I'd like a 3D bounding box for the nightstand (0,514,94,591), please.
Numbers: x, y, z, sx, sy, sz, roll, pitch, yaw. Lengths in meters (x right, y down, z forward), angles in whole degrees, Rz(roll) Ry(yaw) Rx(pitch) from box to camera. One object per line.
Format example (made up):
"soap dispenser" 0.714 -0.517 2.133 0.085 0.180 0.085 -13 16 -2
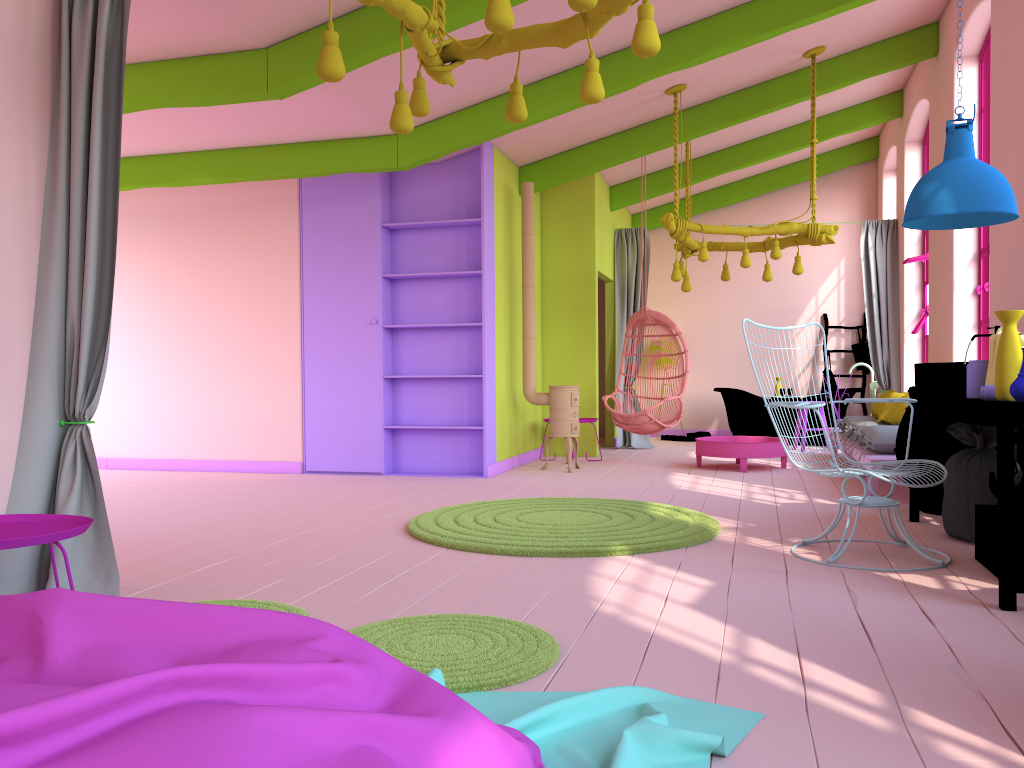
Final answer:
"nightstand" -1.705 0.696 2.927 0.596 0.458 0.596 -1 1 -37

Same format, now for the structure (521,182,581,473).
"structure" 0.424 -0.564 8.719 0.577 2.815 0.403 0 2 33

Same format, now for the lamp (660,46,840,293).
"lamp" 2.090 -2.040 8.690 1.610 2.265 1.775 0 1 -3

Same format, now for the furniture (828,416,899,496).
"furniture" 3.430 0.573 8.129 0.907 0.507 3.775 0 1 15

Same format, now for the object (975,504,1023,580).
"object" 2.466 0.742 4.135 0.446 0.277 0.521 0 1 15

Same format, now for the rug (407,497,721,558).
"rug" 0.313 0.858 5.498 1.889 0.050 1.888 0 1 3

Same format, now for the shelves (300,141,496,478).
"shelves" -1.096 -0.680 8.366 1.841 3.105 0.384 0 1 15

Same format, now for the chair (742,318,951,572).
"chair" 1.777 0.266 4.608 1.078 1.239 0.925 -1 1 -40

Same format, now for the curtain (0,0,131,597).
"curtain" -1.815 -0.476 3.635 0.518 2.786 0.525 -1 1 -4

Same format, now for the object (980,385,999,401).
"object" 2.297 0.043 4.195 0.137 0.076 0.076 0 1 35

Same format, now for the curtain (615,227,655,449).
"curtain" 1.491 -0.600 11.122 0.518 2.786 0.525 -1 1 -4

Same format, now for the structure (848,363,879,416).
"structure" 4.572 0.256 11.361 0.254 1.062 0.451 -1 1 -31

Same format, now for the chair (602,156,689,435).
"chair" 1.385 -1.027 9.313 0.860 3.130 0.806 0 2 35

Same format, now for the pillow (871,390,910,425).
"pillow" 3.611 0.207 8.155 0.578 0.399 1.997 0 1 15

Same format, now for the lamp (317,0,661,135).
"lamp" -0.095 -2.159 3.539 1.610 2.265 1.775 0 1 -3

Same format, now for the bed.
"bed" -1.103 0.691 1.161 2.802 0.514 3.575 0 1 15

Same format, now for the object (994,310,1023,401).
"object" 2.119 -0.120 3.776 0.116 0.383 0.116 -1 1 -11

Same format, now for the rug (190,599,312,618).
"rug" -1.146 0.906 3.264 0.792 0.021 0.792 0 1 43

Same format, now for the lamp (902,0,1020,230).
"lamp" 2.239 -1.816 4.434 0.528 2.002 0.528 -2 2 -43

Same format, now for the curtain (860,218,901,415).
"curtain" 4.323 -0.557 10.336 0.518 2.786 0.525 0 2 35

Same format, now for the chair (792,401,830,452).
"chair" 3.519 0.503 10.530 0.472 0.593 0.446 -1 1 -16

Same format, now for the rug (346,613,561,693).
"rug" -0.244 0.902 3.016 0.792 0.021 0.792 0 1 -2

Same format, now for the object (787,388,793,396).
"object" 3.637 0.143 11.602 0.069 0.170 0.069 0 2 35

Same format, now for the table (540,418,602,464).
"table" 0.632 0.600 9.561 0.596 0.458 0.596 -1 1 -37

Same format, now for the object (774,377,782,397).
"object" 3.495 0.071 11.641 0.097 0.321 0.097 0 1 27

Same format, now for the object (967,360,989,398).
"object" 2.429 -0.025 4.618 0.109 0.197 0.109 0 1 8

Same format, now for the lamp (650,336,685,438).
"lamp" 2.172 0.032 12.686 0.476 1.467 0.491 -2 2 -45

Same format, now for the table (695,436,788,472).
"table" 2.260 0.685 8.750 0.885 0.285 0.885 0 1 41

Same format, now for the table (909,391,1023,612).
"table" 2.527 0.466 4.445 0.655 0.821 2.192 0 1 15

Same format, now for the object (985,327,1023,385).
"object" 2.589 -0.106 4.388 0.444 0.369 0.633 0 1 15

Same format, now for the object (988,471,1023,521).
"object" 2.535 0.646 4.265 0.300 0.448 0.672 -1 1 -9

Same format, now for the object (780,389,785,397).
"object" 3.498 0.145 11.471 0.069 0.170 0.069 0 2 35

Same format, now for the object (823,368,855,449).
"object" 3.994 0.296 10.749 0.277 0.987 0.451 -1 1 -30

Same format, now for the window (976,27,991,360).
"window" 3.774 -1.380 6.879 0.072 3.048 1.274 0 1 15

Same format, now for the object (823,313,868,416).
"object" 4.568 -0.101 12.133 0.603 1.765 0.410 0 1 15

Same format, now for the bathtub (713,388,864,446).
"bathtub" 3.614 0.414 11.648 1.889 0.740 0.826 0 1 15

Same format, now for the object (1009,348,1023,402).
"object" 2.085 -0.036 3.582 0.132 0.219 0.132 0 1 32

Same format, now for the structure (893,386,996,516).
"structure" 2.928 0.436 5.900 0.718 0.845 0.718 -1 1 -17

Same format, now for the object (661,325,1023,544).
"object" 2.521 0.037 8.847 2.827 1.580 7.863 0 1 16

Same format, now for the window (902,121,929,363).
"window" 4.425 -1.403 9.245 0.551 3.010 1.513 0 1 15

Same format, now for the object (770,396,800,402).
"object" 3.581 0.203 11.653 0.360 0.068 1.323 0 1 15

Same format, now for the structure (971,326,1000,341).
"structure" 2.716 -0.132 5.077 0.166 0.397 0.087 0 1 25

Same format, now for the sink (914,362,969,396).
"sink" 2.531 -0.032 5.104 0.340 0.194 0.609 0 1 15
